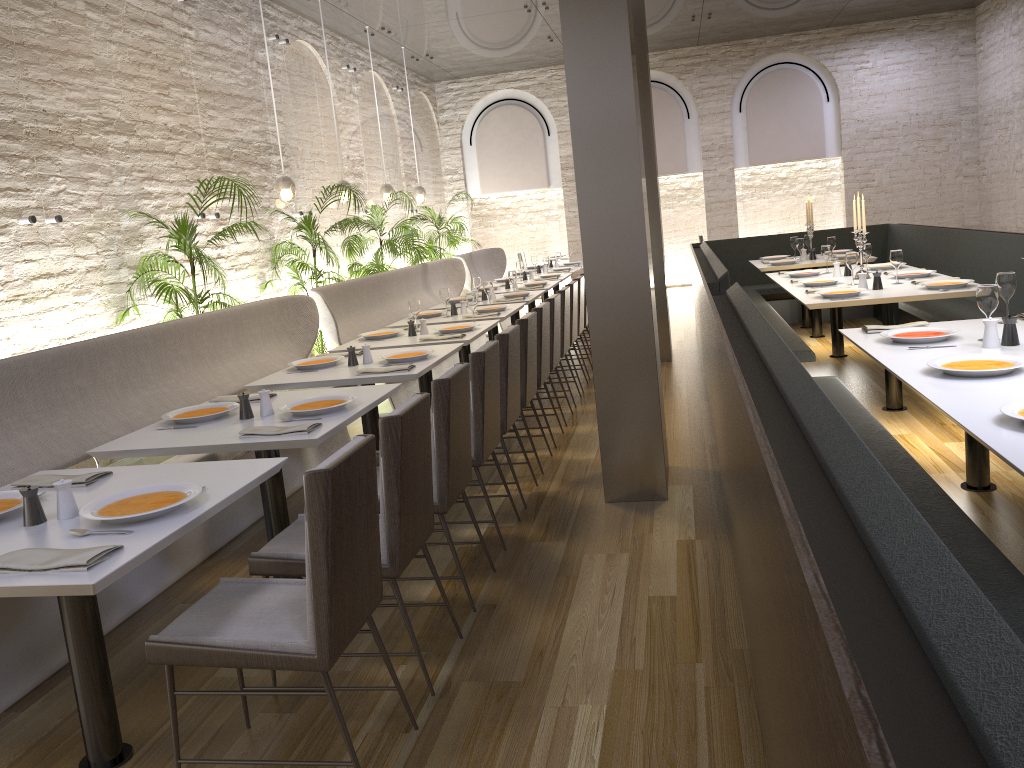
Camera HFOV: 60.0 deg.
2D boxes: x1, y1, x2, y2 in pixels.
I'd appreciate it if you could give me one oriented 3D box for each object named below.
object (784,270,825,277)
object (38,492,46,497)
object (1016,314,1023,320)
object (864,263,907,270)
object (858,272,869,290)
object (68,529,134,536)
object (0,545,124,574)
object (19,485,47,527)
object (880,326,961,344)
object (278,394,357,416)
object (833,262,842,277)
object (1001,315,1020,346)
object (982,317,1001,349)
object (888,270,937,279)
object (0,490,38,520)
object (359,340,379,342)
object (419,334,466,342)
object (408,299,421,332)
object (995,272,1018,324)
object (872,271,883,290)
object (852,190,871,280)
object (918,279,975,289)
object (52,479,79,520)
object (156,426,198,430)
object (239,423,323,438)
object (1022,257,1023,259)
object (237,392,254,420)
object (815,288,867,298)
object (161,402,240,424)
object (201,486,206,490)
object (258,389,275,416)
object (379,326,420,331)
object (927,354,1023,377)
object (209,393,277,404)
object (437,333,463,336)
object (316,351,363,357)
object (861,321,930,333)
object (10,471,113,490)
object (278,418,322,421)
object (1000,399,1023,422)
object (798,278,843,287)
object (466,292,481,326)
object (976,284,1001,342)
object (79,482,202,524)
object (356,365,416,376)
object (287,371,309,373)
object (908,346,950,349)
[{"bbox_3d":[2.424,-0.912,7.350,0.321,0.036,0.323,-5,10,7],"label":"object"},{"bbox_3d":[-1.527,0.348,2.753,0.181,0.015,0.038,-4,10,13],"label":"object"},{"bbox_3d":[2.485,-0.318,4.060,0.272,0.033,0.143,-4,10,11],"label":"object"},{"bbox_3d":[3.044,-0.955,7.225,0.321,0.036,0.323,-5,10,7],"label":"object"},{"bbox_3d":[2.346,-0.687,5.926,0.069,0.126,0.069,0,10,34],"label":"object"},{"bbox_3d":[-1.067,0.383,2.297,0.181,0.015,0.038,-4,10,13],"label":"object"},{"bbox_3d":[-1.096,0.417,2.125,0.272,0.033,0.143,-4,10,11],"label":"object"},{"bbox_3d":[-1.333,0.334,2.460,0.059,0.109,0.060,-6,9,3],"label":"object"},{"bbox_3d":[1.778,-0.209,3.865,0.321,0.036,0.324,0,12,31],"label":"object"},{"bbox_3d":[-0.805,0.094,3.688,0.322,0.036,0.323,-8,10,-10],"label":"object"},{"bbox_3d":[2.559,-0.902,6.979,0.068,0.126,0.069,-5,9,5],"label":"object"},{"bbox_3d":[1.986,-0.213,3.533,0.068,0.126,0.069,-5,9,5],"label":"object"},{"bbox_3d":[1.905,-0.203,3.525,0.068,0.126,0.069,-5,9,5],"label":"object"},{"bbox_3d":[2.891,-0.788,6.399,0.321,0.036,0.324,0,12,31],"label":"object"},{"bbox_3d":[-1.556,0.375,2.579,0.322,0.036,0.323,-8,10,-10],"label":"object"},{"bbox_3d":[-0.937,-0.291,5.934,0.185,0.010,0.017,-4,10,11],"label":"object"},{"bbox_3d":[-0.441,-0.296,5.656,0.272,0.033,0.143,-4,10,11],"label":"object"},{"bbox_3d":[-0.675,-0.480,6.207,0.086,0.229,0.086,-12,10,-36],"label":"object"},{"bbox_3d":[2.259,-0.393,4.047,0.086,0.229,0.087,-2,9,23],"label":"object"},{"bbox_3d":[2.417,-0.683,5.862,0.069,0.126,0.069,2,12,42],"label":"object"},{"bbox_3d":[2.592,-1.111,6.600,0.131,0.653,0.393,-3,9,22],"label":"object"},{"bbox_3d":[2.742,-0.626,5.596,0.322,0.036,0.323,-8,11,-13],"label":"object"},{"bbox_3d":[-1.256,0.320,2.491,0.059,0.109,0.060,-6,9,3],"label":"object"},{"bbox_3d":[-1.367,0.176,3.618,0.185,0.010,0.017,-4,10,11],"label":"object"},{"bbox_3d":[-0.870,0.172,3.340,0.272,0.033,0.143,-4,10,11],"label":"object"},{"bbox_3d":[1.972,-0.436,3.254,0.131,0.653,0.393,-3,9,22],"label":"object"},{"bbox_3d":[-1.108,0.088,3.675,0.059,0.109,0.060,-6,9,3],"label":"object"},{"bbox_3d":[2.122,-0.583,5.720,0.321,0.036,0.324,-4,10,9],"label":"object"},{"bbox_3d":[-1.330,0.130,3.794,0.322,0.036,0.323,-8,10,-10],"label":"object"},{"bbox_3d":[-1.002,0.315,2.648,0.185,0.010,0.017,-4,10,11],"label":"object"},{"bbox_3d":[-1.031,0.075,3.706,0.059,0.109,0.060,-6,9,3],"label":"object"},{"bbox_3d":[-0.821,-0.399,6.439,0.272,0.033,0.143,-4,10,11],"label":"object"},{"bbox_3d":[1.641,-0.060,3.127,0.322,0.036,0.323,-8,11,-13],"label":"object"},{"bbox_3d":[-1.251,0.069,4.124,0.272,0.033,0.143,-4,10,11],"label":"object"},{"bbox_3d":[-0.413,-0.329,5.828,0.181,0.015,0.038,-4,10,13],"label":"object"},{"bbox_3d":[-1.025,-0.177,5.339,0.272,0.033,0.143,-4,10,11],"label":"object"},{"bbox_3d":[1.812,-0.272,4.193,0.272,0.033,0.143,-4,10,11],"label":"object"},{"bbox_3d":[-1.476,0.314,2.908,0.272,0.033,0.143,-4,10,11],"label":"object"},{"bbox_3d":[-0.842,0.138,3.512,0.181,0.015,0.038,-4,10,13],"label":"object"},{"bbox_3d":[1.507,0.086,2.405,0.322,0.036,0.323,-8,11,-13],"label":"object"},{"bbox_3d":[2.271,-0.745,6.524,0.321,0.036,0.324,0,12,31],"label":"object"},{"bbox_3d":[-0.276,-0.526,6.233,0.086,0.229,0.086,-12,10,-36],"label":"object"},{"bbox_3d":[1.975,-0.295,3.674,0.086,0.229,0.087,-2,9,23],"label":"object"},{"bbox_3d":[-1.030,0.339,2.473,0.322,0.036,0.323,-8,10,-10],"label":"object"},{"bbox_3d":[-0.645,-0.074,4.555,0.272,0.033,0.143,-4,10,11],"label":"object"},{"bbox_3d":[-1.141,-0.069,4.833,0.185,0.010,0.017,-4,10,11],"label":"object"},{"bbox_3d":[1.730,-0.153,3.645,0.185,0.010,0.017,-4,10,11],"label":"object"}]
